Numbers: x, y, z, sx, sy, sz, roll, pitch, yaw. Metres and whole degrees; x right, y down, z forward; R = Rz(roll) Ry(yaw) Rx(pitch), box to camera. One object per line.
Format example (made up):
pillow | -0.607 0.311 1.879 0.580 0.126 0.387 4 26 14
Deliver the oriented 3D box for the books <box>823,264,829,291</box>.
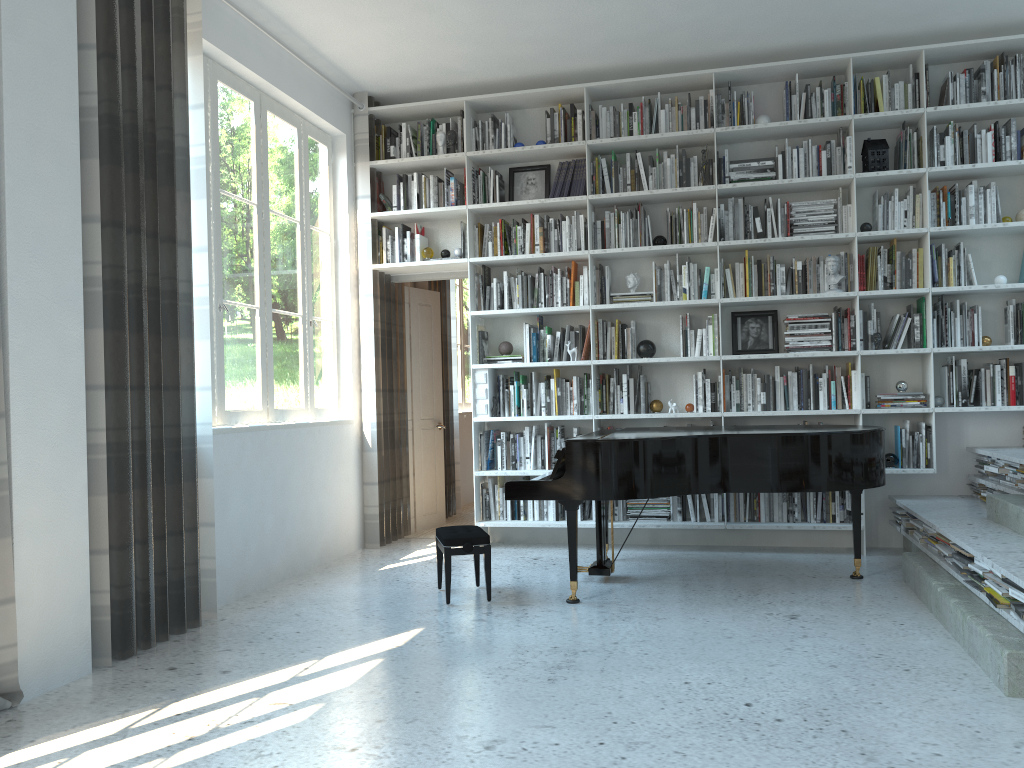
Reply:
books | 2.038 -0.668 5.763 0.035 0.201 0.149 -2 -1 14

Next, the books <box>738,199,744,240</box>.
books | 1.523 -1.068 5.893 0.029 0.295 0.151 -2 0 14

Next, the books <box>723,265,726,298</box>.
books | 1.422 -0.666 5.929 0.011 0.235 0.142 -2 -1 14

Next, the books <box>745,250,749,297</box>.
books | 1.551 -0.712 5.854 0.014 0.317 0.188 -2 -1 14

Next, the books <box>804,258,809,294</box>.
books | 1.917 -0.687 5.767 0.012 0.245 0.186 -2 -1 14

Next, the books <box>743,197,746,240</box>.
books | 1.540 -1.071 5.881 0.011 0.300 0.179 -2 -1 14

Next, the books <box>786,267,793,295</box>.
books | 1.816 -0.660 5.826 0.050 0.199 0.145 -2 -1 14

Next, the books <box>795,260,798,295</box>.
books | 1.855 -0.679 5.802 0.010 0.234 0.175 -2 -1 14

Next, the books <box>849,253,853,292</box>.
books | 2.189 -0.704 5.738 0.023 0.264 0.107 -2 0 14

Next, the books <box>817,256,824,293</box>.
books | 2.010 -0.696 5.772 0.024 0.259 0.126 -2 0 14

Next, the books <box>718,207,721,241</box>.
books | 1.389 -1.043 5.928 0.012 0.254 0.161 -2 -1 14

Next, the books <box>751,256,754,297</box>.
books | 1.591 -0.694 5.859 0.010 0.281 0.170 -2 -1 14

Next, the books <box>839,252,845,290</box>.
books | 2.138 -0.710 5.748 0.025 0.279 0.108 -2 0 14

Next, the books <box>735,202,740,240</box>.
books | 1.493 -1.052 5.882 0.025 0.266 0.185 -2 -1 14

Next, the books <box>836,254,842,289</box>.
books | 2.111 -0.699 5.744 0.025 0.259 0.130 -2 0 14

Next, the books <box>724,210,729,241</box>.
books | 1.435 -1.031 5.922 0.027 0.228 0.147 -2 -1 14

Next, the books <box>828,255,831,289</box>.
books | 2.063 -0.700 5.766 0.014 0.263 0.135 -2 0 14

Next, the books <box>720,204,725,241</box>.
books | 1.405 -1.050 5.914 0.026 0.267 0.170 -2 -1 14

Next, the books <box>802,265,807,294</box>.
books | 1.900 -0.664 5.782 0.029 0.200 0.178 -2 -1 14

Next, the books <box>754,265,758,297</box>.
books | 1.614 -0.668 5.877 0.024 0.228 0.147 -2 -1 14

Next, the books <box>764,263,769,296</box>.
books | 1.675 -0.674 5.855 0.025 0.236 0.137 -2 -1 14

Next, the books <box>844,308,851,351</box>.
books | 2.166 -0.344 5.722 0.011 0.279 0.186 -2 -1 14

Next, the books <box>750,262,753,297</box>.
books | 1.586 -0.676 5.879 0.010 0.244 0.149 -2 -1 14

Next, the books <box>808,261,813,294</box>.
books | 1.944 -0.679 5.798 0.025 0.230 0.143 -2 -1 14

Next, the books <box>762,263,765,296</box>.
books | 1.655 -0.670 5.852 0.012 0.228 0.169 -2 -1 14

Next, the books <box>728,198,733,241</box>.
books | 1.456 -1.067 5.899 0.026 0.297 0.179 -2 -1 14

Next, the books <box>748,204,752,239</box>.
books | 1.576 -1.047 5.871 0.014 0.250 0.172 -2 -1 14

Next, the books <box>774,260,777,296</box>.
books | 1.733 -0.684 5.846 0.011 0.251 0.130 -2 0 14

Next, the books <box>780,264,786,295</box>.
books | 1.774 -0.667 5.824 0.030 0.215 0.168 -2 -1 14

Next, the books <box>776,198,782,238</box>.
books | 1.750 -1.062 5.817 0.021 0.269 0.191 -2 -1 14

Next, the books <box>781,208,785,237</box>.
books | 1.776 -1.036 5.827 0.024 0.216 0.132 -2 -1 14

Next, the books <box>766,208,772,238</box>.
books | 1.692 -1.034 5.844 0.024 0.216 0.148 -2 -1 14

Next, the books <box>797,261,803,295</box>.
books | 1.871 -0.675 5.787 0.029 0.224 0.185 -2 -1 14

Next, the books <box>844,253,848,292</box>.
books | 2.153 -0.704 5.727 0.014 0.266 0.154 -2 -1 14

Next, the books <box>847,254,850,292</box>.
books | 2.170 -0.702 5.736 0.014 0.261 0.137 -2 0 14

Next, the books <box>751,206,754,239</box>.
books | 1.589 -1.042 5.869 0.011 0.239 0.147 -2 -1 14

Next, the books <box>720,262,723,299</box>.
books | 1.399 -0.675 5.926 0.012 0.254 0.161 -2 -1 14

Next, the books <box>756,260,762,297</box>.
books | 1.640 -0.685 5.877 0.028 0.259 0.134 -2 0 14

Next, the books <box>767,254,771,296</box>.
books | 1.691 -0.699 5.843 0.013 0.283 0.176 -2 -1 14

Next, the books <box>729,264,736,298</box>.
books | 1.468 -0.671 5.904 0.042 0.242 0.162 -2 -1 14

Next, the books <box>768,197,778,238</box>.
books | 1.719 -1.072 5.840 0.049 0.291 0.162 -2 -1 14

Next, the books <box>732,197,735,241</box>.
books | 1.479 -1.075 5.913 0.014 0.313 0.133 -2 0 14

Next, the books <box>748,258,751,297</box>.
books | 1.566 -0.687 5.850 0.015 0.266 0.189 -2 -1 14

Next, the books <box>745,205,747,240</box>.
books | 1.552 -1.047 5.881 0.011 0.252 0.153 -2 -1 14

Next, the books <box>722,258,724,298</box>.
books | 1.412 -0.689 5.933 0.010 0.282 0.140 -2 0 14

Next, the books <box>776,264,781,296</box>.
books | 1.748 -0.667 5.829 0.024 0.216 0.175 -2 -1 14

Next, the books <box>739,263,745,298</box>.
books | 1.529 -0.672 5.892 0.029 0.240 0.155 -2 -1 14

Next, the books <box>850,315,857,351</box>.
books | 2.186 -0.319 5.706 0.034 0.229 0.199 -2 -1 14

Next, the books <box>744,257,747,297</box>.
books | 1.551 -0.694 5.899 0.010 0.284 0.136 -2 0 14

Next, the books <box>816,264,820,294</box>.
books | 1.990 -0.669 5.784 0.022 0.206 0.114 -2 0 14

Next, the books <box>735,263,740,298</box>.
books | 1.503 -0.675 5.904 0.026 0.248 0.139 -2 -1 14

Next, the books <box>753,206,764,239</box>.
books | 1.625 -1.042 5.854 0.066 0.236 0.153 -2 -1 14

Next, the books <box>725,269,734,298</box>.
books | 1.448 -0.654 5.897 0.053 0.208 0.156 -2 -1 14

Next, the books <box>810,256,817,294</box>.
books | 1.963 -0.695 5.773 0.025 0.258 0.150 -2 -1 14

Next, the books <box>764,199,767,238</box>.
books | 1.671 -1.067 5.856 0.022 0.285 0.130 -2 0 14

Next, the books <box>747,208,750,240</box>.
books | 1.564 -1.038 5.878 0.014 0.233 0.147 -2 -1 14

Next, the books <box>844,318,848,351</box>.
books | 2.155 -0.312 5.742 0.021 0.217 0.132 -2 -1 14

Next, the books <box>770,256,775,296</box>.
books | 1.708 -0.691 5.824 0.028 0.267 0.190 -2 -1 14

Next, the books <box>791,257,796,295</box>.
books | 1.844 -0.691 5.809 0.014 0.258 0.161 -2 -1 14
